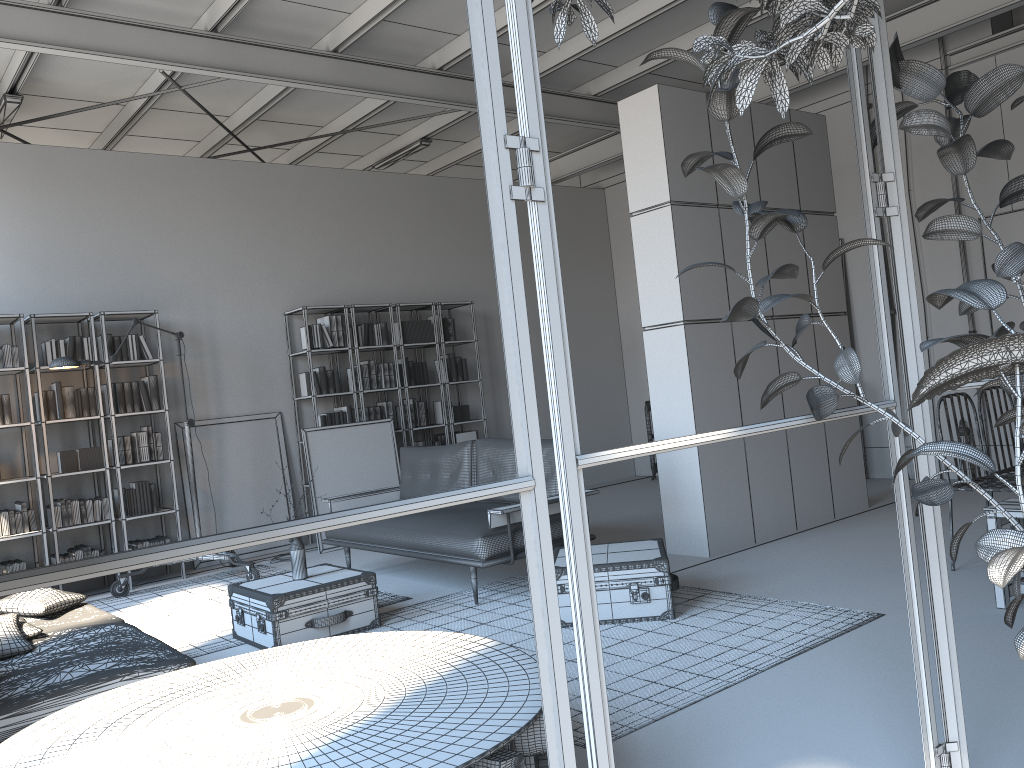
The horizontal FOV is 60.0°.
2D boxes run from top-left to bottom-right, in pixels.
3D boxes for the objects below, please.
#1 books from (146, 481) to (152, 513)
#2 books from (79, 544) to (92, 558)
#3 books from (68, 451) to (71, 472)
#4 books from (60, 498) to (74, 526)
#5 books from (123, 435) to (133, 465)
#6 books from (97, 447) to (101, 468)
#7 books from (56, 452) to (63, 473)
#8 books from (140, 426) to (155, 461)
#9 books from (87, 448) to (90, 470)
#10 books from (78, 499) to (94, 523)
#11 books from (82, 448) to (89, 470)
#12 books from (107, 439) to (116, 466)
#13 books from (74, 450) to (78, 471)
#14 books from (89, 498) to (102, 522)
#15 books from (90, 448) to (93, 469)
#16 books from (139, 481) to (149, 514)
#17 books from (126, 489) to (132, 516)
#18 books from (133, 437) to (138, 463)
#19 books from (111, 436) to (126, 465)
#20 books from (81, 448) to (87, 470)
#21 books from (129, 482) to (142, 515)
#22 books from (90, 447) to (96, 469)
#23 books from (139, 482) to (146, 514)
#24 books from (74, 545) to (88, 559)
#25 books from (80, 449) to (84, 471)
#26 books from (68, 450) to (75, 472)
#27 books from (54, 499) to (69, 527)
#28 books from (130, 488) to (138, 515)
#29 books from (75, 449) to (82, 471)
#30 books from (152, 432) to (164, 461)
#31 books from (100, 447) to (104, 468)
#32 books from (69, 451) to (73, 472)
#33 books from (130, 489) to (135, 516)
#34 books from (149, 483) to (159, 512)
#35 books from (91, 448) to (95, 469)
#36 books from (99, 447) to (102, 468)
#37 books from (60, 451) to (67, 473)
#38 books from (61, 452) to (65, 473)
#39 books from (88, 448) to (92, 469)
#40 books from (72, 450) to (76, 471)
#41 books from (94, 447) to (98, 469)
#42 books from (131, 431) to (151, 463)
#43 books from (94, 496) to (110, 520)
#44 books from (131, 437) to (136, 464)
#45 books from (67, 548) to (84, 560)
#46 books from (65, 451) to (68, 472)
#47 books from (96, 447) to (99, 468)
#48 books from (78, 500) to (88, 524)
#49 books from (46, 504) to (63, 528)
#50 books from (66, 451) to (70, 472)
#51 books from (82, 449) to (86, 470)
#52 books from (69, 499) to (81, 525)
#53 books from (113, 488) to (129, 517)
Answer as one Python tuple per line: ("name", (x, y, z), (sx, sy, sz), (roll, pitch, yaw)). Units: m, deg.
("books", (-3.070, 0.950, 7.440), (0.027, 0.278, 0.202), (-6, -1, -38))
("books", (-3.471, 1.424, 7.229), (0.033, 0.223, 0.275), (-6, -1, -38))
("books", (-3.559, 0.623, 7.106), (0.012, 0.177, 0.134), (-6, -1, -38))
("books", (-3.571, 1.027, 7.101), (0.030, 0.215, 0.293), (-6, -1, -38))
("books", (-3.227, 0.552, 7.402), (0.057, 0.244, 0.178), (-6, -1, -38))
("books", (-3.379, 0.600, 7.223), (0.012, 0.177, 0.134), (-6, -1, -38))
("books", (-3.605, 0.628, 7.070), (0.012, 0.177, 0.134), (-6, -1, -38))
("books", (-3.102, 0.508, 7.545), (0.038, 0.303, 0.222), (-6, -1, -38))
("books", (-3.442, 0.606, 7.173), (0.012, 0.177, 0.134), (-6, -1, -38))
("books", (-3.458, 1.030, 7.197), (0.049, 0.193, 0.278), (-6, -1, -38))
("books", (-3.451, 0.607, 7.166), (0.012, 0.177, 0.134), (-6, -1, -38))
("books", (-3.318, 0.571, 7.357), (0.022, 0.226, 0.163), (-6, -1, -38))
("books", (-3.523, 0.619, 7.135), (0.012, 0.177, 0.134), (-6, -1, -38))
("books", (-3.415, 1.032, 7.242), (0.077, 0.185, 0.259), (-6, -1, -37))
("books", (-3.424, 0.605, 7.187), (0.012, 0.177, 0.134), (-6, -1, -38))
("books", (-3.091, 0.952, 7.422), (0.027, 0.278, 0.202), (-6, -1, -38))
("books", (-3.186, 0.986, 7.344), (0.022, 0.227, 0.165), (-6, -1, -38))
("books", (-3.189, 0.558, 7.459), (0.022, 0.226, 0.163), (-6, -1, -38))
("books", (-3.267, 0.556, 7.357), (0.057, 0.244, 0.178), (-6, -1, -38))
("books", (-3.460, 0.608, 7.159), (0.012, 0.177, 0.134), (-6, -1, -38))
("books", (-3.133, 0.956, 7.388), (0.027, 0.278, 0.202), (-6, -1, -38))
("books", (-3.406, 0.603, 7.202), (0.012, 0.177, 0.134), (-6, -1, -38))
("books", (-3.113, 0.954, 7.406), (0.027, 0.278, 0.202), (-6, -1, -38))
("books", (-3.501, 1.427, 7.217), (0.030, 0.217, 0.295), (-6, -1, -38))
("books", (-3.478, 0.610, 7.144), (0.012, 0.177, 0.134), (-6, -1, -38))
("books", (-3.541, 0.621, 7.121), (0.012, 0.177, 0.134), (-6, -1, -38))
("books", (-3.605, 1.031, 7.086), (0.044, 0.221, 0.273), (-6, -1, -39))
("books", (-3.151, 0.982, 7.373), (0.022, 0.227, 0.165), (-6, -1, -38))
("books", (-3.487, 0.611, 7.137), (0.012, 0.177, 0.134), (-6, -1, -38))
("books", (-3.028, 0.532, 7.546), (0.057, 0.244, 0.178), (-6, -1, -38))
("books", (-3.361, 0.598, 7.237), (0.012, 0.177, 0.134), (-6, -1, -38))
("books", (-3.550, 0.622, 7.113), (0.012, 0.177, 0.134), (-6, -1, -38))
("books", (-3.169, 0.984, 7.358), (0.022, 0.227, 0.165), (-6, -1, -38))
("books", (-3.046, 0.963, 7.484), (0.057, 0.244, 0.180), (-6, -1, -38))
("books", (-3.415, 0.604, 7.194), (0.012, 0.177, 0.134), (-6, -1, -38))
("books", (-3.370, 0.599, 7.230), (0.012, 0.177, 0.134), (-6, -1, -38))
("books", (-3.587, 0.626, 7.085), (0.012, 0.177, 0.134), (-6, -1, -38))
("books", (-3.596, 0.627, 7.078), (0.012, 0.177, 0.134), (-6, -1, -38))
("books", (-3.433, 0.606, 7.180), (0.012, 0.177, 0.134), (-6, -1, -38))
("books", (-3.532, 0.620, 7.128), (0.012, 0.177, 0.134), (-6, -1, -38))
("books", (-3.397, 0.602, 7.209), (0.012, 0.177, 0.134), (-6, -1, -38))
("books", (-3.133, 0.531, 7.475), (0.091, 0.265, 0.193), (-6, -1, -38))
("books", (-3.360, 1.020, 7.274), (0.047, 0.190, 0.278), (-6, -1, -38))
("books", (-3.206, 0.559, 7.445), (0.022, 0.226, 0.163), (-6, -1, -38))
("books", (-3.533, 1.436, 7.185), (0.061, 0.207, 0.283), (-6, -1, -38))
("books", (-3.578, 0.625, 7.092), (0.012, 0.177, 0.134), (-6, -1, -38))
("books", (-3.388, 0.601, 7.216), (0.012, 0.177, 0.134), (-6, -1, -38))
("books", (-3.495, 1.034, 7.168), (0.045, 0.191, 0.275), (-6, -1, -39))
("books", (-3.644, 1.054, 7.060), (0.056, 0.183, 0.259), (-6, -1, -38))
("books", (-3.569, 0.624, 7.099), (0.012, 0.177, 0.134), (-6, -1, -38))
("books", (-3.469, 0.609, 7.151), (0.012, 0.177, 0.134), (-6, -1, -38))
("books", (-3.538, 1.030, 7.133), (0.061, 0.204, 0.281), (-6, -1, -38))
("books", (-3.238, 0.983, 7.345), (0.057, 0.244, 0.180), (-6, -1, -38))
